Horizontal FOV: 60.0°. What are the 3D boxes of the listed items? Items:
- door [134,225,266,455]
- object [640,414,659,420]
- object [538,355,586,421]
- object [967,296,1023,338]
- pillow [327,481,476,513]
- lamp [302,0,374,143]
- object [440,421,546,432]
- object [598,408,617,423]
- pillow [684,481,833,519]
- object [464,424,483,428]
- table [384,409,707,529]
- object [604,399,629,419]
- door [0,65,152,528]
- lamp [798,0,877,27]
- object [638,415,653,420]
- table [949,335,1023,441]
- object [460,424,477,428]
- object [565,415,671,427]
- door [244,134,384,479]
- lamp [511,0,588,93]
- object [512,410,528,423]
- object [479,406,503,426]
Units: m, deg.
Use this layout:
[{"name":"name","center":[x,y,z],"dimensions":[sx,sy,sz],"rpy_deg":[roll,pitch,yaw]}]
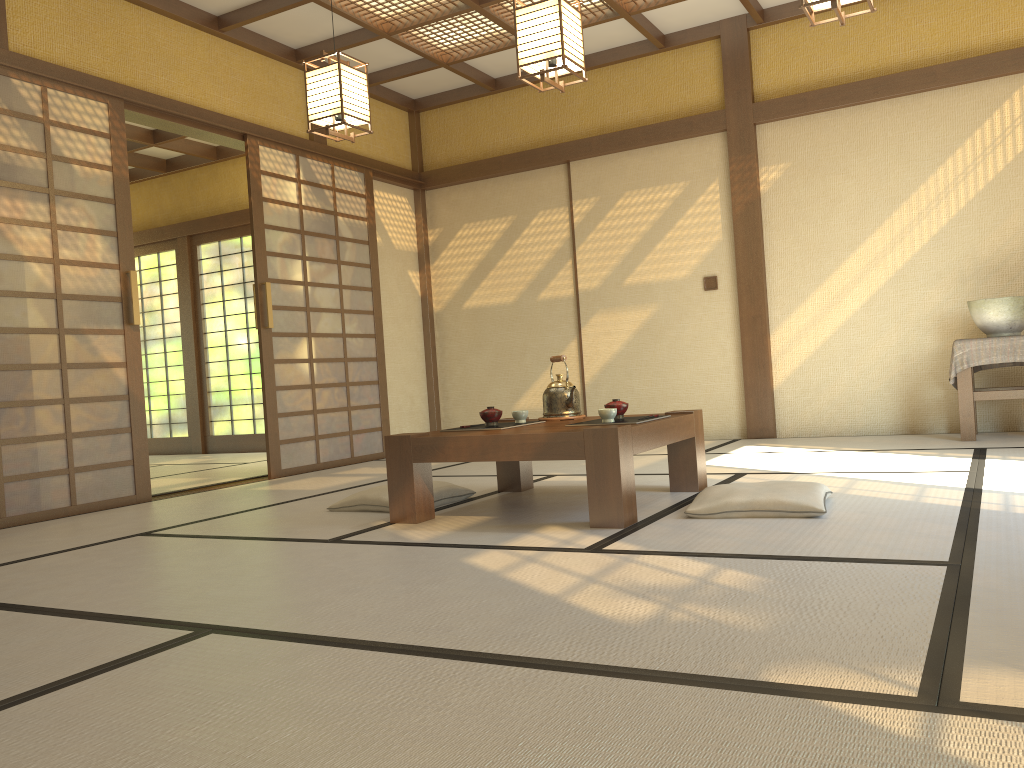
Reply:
[{"name":"door","center":[-3.259,-0.392,9.115],"dimensions":[2.890,2.230,0.140],"rpy_deg":[-4,0,29]},{"name":"object","center":[0.553,0.133,3.573],"dimensions":[0.008,0.008,0.200],"rpy_deg":[-4,0,29]},{"name":"object","center":[0.223,0.016,4.093],"dimensions":[0.226,0.296,0.219],"rpy_deg":[-4,0,24]},{"name":"object","center":[2.905,-0.393,5.250],"dimensions":[0.357,0.230,0.358],"rpy_deg":[-4,0,-2]},{"name":"pillow","center":[-0.506,0.519,4.093],"dimensions":[0.496,0.107,0.486],"rpy_deg":[-4,0,33]},{"name":"lamp","center":[-0.881,-1.769,4.363],"dimensions":[0.240,1.129,0.240],"rpy_deg":[-4,0,29]},{"name":"object","center":[-0.078,0.183,3.835],"dimensions":[0.300,0.007,0.400],"rpy_deg":[-4,0,29]},{"name":"object","center":[0.377,0.124,3.484],"dimensions":[0.074,0.052,0.073],"rpy_deg":[-4,0,-18]},{"name":"pillow","center":[0.928,0.425,3.303],"dimensions":[0.486,0.107,0.496],"rpy_deg":[-4,0,22]},{"name":"object","center":[-0.165,0.181,3.892],"dimensions":[0.008,0.008,0.200],"rpy_deg":[-4,0,22]},{"name":"table","center":[0.179,0.334,3.737],"dimensions":[1.000,0.350,1.000],"rpy_deg":[-4,0,29]},{"name":"object","center":[0.430,0.102,3.648],"dimensions":[0.100,0.080,0.100],"rpy_deg":[-4,0,29]},{"name":"door","center":[-2.431,-0.445,4.464],"dimensions":[0.076,2.265,1.230],"rpy_deg":[-4,0,29]},{"name":"lamp","center":[1.156,-1.903,3.241],"dimensions":[0.240,1.129,0.240],"rpy_deg":[-4,0,29]},{"name":"object","center":[0.538,0.134,3.582],"dimensions":[0.008,0.008,0.200],"rpy_deg":[-4,0,25]},{"name":"table","center":[2.939,0.013,5.264],"dimensions":[0.629,0.595,0.633],"rpy_deg":[-4,0,28]},{"name":"object","center":[-0.175,0.181,3.901],"dimensions":[0.008,0.008,0.200],"rpy_deg":[-4,0,27]},{"name":"object","center":[0.435,0.149,3.592],"dimensions":[0.300,0.007,0.400],"rpy_deg":[-4,0,29]},{"name":"door","center":[-1.391,-0.527,6.362],"dimensions":[0.076,2.265,1.230],"rpy_deg":[-4,0,29]},{"name":"lamp","center":[0.137,-1.836,3.802],"dimensions":[0.240,1.129,0.240],"rpy_deg":[-4,0,29]},{"name":"object","center":[0.037,0.145,3.917],"dimensions":[0.074,0.052,0.073],"rpy_deg":[-4,0,-18]},{"name":"object","center":[-0.089,0.137,3.794],"dimensions":[0.100,0.080,0.100],"rpy_deg":[-4,0,29]}]
